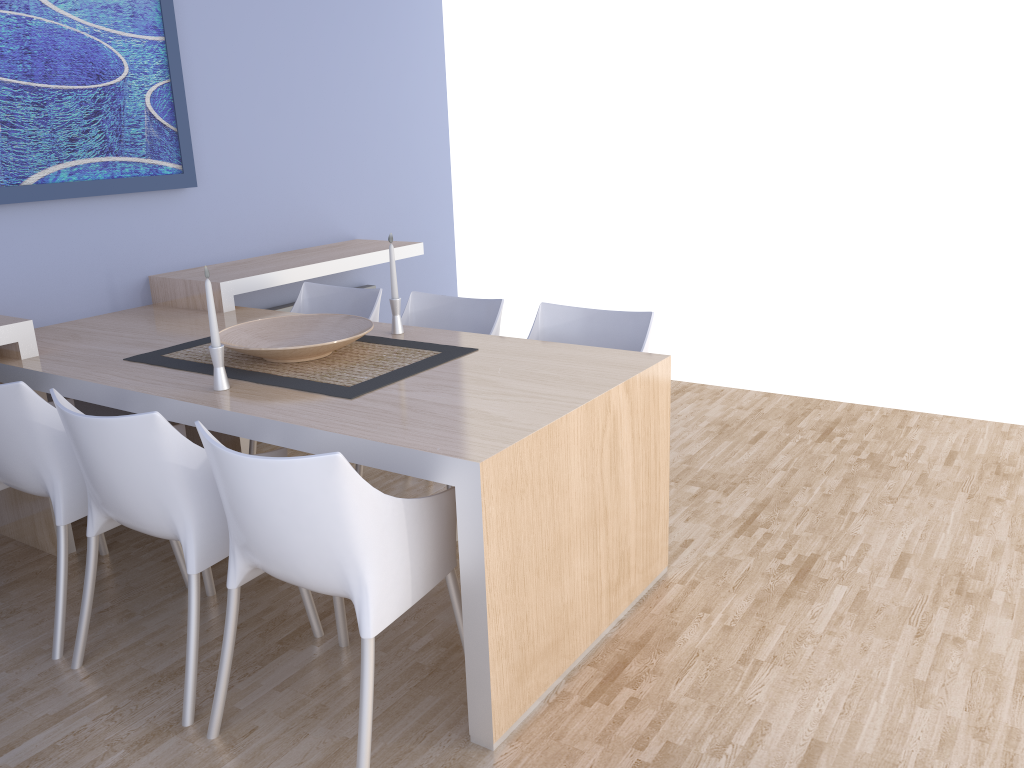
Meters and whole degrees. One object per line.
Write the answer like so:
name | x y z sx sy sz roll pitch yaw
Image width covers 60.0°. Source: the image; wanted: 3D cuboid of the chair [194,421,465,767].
chair | -0.416 0.446 2.100 0.510 0.793 0.486 8 19 32

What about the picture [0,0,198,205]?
picture | -1.742 -1.133 3.235 0.049 0.901 1.252 8 19 32

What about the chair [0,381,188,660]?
chair | -1.378 0.305 2.711 0.510 0.793 0.486 8 19 32

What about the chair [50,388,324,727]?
chair | -0.897 0.376 2.406 0.510 0.793 0.486 8 19 32

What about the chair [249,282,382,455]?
chair | -0.781 0.012 3.647 0.510 0.793 0.486 8 19 32

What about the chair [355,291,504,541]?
chair | -0.289 0.084 3.334 0.510 0.793 0.486 9 19 33

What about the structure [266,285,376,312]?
structure | -1.812 0.178 3.426 0.064 0.503 3.843 8 19 32

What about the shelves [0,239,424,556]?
shelves | -1.700 0.135 3.253 0.463 0.840 3.901 8 19 32

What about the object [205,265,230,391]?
object | -0.820 -0.154 2.438 0.045 0.349 0.045 -6 17 -14

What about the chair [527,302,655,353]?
chair | 0.210 0.157 3.017 0.510 0.793 0.486 8 19 32

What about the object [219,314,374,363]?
object | -0.686 -0.135 2.823 0.493 0.081 0.493 -14 20 -36

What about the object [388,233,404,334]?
object | -0.405 -0.346 3.045 0.045 0.349 0.045 8 19 32

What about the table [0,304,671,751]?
table | -0.762 0.241 2.987 2.340 0.718 1.002 8 19 32

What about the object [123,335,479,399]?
object | -0.681 -0.095 2.837 0.986 0.005 0.594 8 19 32
